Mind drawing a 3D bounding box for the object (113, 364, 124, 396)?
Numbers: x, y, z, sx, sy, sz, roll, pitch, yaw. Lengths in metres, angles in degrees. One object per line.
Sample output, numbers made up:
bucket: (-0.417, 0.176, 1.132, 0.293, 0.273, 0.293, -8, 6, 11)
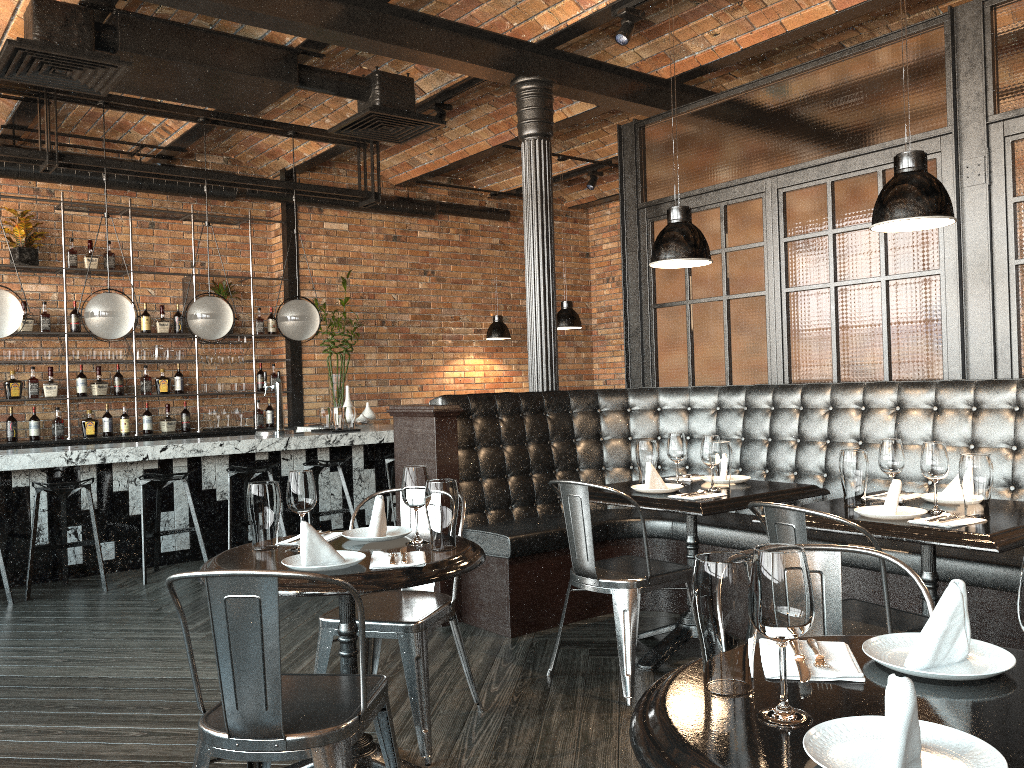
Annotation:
object: (-3.629, -0.038, 8.178, 0.086, 0.299, 0.086, -2, 0, 11)

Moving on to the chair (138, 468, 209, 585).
chair: (-2.418, 0.965, 6.193, 0.475, 0.737, 0.414, -2, 0, -43)

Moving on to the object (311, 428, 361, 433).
object: (-1.518, 0.399, 7.633, 0.273, 0.019, 0.437, -2, 0, -38)

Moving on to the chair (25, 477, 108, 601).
chair: (-2.925, 0.980, 5.802, 0.475, 0.737, 0.414, -2, 0, -28)

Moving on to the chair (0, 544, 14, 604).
chair: (-3.385, 0.994, 5.447, 0.475, 0.737, 0.414, -2, 0, -43)

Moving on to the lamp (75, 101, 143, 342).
lamp: (-2.951, -1.180, 6.462, 0.340, 1.754, 0.340, -2, 0, 8)

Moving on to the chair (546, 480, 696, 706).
chair: (0.470, 0.810, 3.745, 0.558, 0.857, 0.504, -2, 0, -38)

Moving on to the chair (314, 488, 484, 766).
chair: (-0.429, 0.837, 3.259, 0.504, 0.857, 0.558, -2, 0, 17)

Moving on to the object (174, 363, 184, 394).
object: (-3.201, -0.049, 8.522, 0.086, 0.298, 0.086, -2, 0, 11)

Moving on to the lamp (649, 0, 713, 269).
lamp: (0.752, -1.377, 4.089, 0.291, 1.653, 0.291, -2, 0, 7)

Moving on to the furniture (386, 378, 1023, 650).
furniture: (1.760, 0.592, 3.407, 1.979, 1.212, 5.451, -2, 0, -38)

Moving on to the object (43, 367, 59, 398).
object: (-4.065, -0.014, 7.820, 0.123, 0.279, 0.123, -2, 0, -24)

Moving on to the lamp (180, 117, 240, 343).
lamp: (-2.371, -1.197, 6.909, 0.340, 1.754, 0.340, -2, 0, 8)

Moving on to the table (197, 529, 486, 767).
table: (-0.503, 0.889, 2.739, 0.866, 0.758, 0.866, -2, 0, 16)

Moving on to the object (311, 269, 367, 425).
object: (-1.737, -0.358, 8.943, 0.584, 1.546, 0.673, -2, 0, 1)

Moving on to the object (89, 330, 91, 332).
object: (-3.810, -0.603, 8.088, 0.086, 0.298, 0.086, -2, 0, 11)

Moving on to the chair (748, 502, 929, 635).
chair: (1.084, 0.789, 2.853, 0.558, 0.857, 0.504, -2, 0, -28)

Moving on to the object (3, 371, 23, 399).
object: (-4.304, 0.009, 7.651, 0.094, 0.248, 0.151, -2, 0, 41)

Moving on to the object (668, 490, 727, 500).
object: (0.794, 0.462, 3.734, 0.255, 0.019, 0.157, -2, 0, -37)

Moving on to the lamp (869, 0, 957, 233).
lamp: (1.426, -1.399, 3.216, 0.291, 1.653, 0.291, -2, 0, 7)

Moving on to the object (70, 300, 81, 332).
object: (-3.923, -0.600, 7.966, 0.086, 0.299, 0.086, -2, 0, 11)

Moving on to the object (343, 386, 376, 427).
object: (-1.511, 0.213, 8.642, 0.316, 0.397, 0.319, -2, 0, 11)

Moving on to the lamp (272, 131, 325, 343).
lamp: (-1.791, -1.215, 7.357, 0.340, 1.754, 0.340, -2, 0, 8)

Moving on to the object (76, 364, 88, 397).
object: (-3.878, -0.030, 7.991, 0.086, 0.298, 0.086, -2, 0, 11)

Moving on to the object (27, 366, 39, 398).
object: (-4.183, -0.013, 7.746, 0.083, 0.282, 0.083, -2, 0, -38)

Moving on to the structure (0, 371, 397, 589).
structure: (-3.186, 0.645, 7.010, 5.346, 1.430, 1.930, -2, 0, -38)

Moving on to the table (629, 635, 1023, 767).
table: (0.617, 0.851, 1.286, 0.866, 0.758, 0.866, -2, 0, 16)

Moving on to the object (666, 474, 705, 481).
object: (0.866, 0.460, 4.385, 0.255, 0.019, 0.157, -2, 0, -42)

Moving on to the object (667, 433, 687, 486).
object: (0.767, 0.350, 4.121, 0.092, 0.244, 0.092, -2, 0, -21)

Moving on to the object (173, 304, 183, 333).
object: (-3.206, -0.621, 8.519, 0.086, 0.297, 0.086, -2, 0, 11)

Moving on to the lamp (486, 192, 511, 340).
lamp: (-0.180, -1.337, 10.033, 0.291, 1.653, 0.291, -2, 0, 27)

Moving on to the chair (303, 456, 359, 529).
chair: (-1.466, 0.936, 6.928, 0.475, 0.737, 0.414, -2, 0, -43)

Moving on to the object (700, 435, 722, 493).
object: (0.868, 0.346, 3.858, 0.092, 0.244, 0.092, -2, 0, 36)

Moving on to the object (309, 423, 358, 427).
object: (-1.740, 0.410, 8.956, 0.622, 0.014, 0.622, -2, 0, 25)

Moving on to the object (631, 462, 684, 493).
object: (0.644, 0.412, 3.944, 0.232, 0.139, 0.232, -2, 0, 11)

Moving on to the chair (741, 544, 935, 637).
chair: (0.678, 0.800, 1.791, 0.504, 0.857, 0.558, -2, 0, 2)

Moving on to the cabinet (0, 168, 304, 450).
cabinet: (-4.996, -0.411, 7.079, 7.075, 3.779, 0.564, -2, 0, -38)

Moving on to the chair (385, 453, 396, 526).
chair: (-0.910, 0.919, 7.358, 0.414, 0.737, 0.475, -2, 0, 42)

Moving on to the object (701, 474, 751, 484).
object: (1.013, 0.401, 4.211, 0.232, 0.139, 0.232, -2, 0, 10)

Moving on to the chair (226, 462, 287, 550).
chair: (-1.928, 0.950, 6.572, 0.475, 0.737, 0.414, -2, 0, -33)

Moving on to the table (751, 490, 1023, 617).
table: (1.503, 0.826, 3.186, 0.872, 0.758, 0.872, -2, 0, -38)

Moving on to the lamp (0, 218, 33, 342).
lamp: (-3.531, -1.162, 6.014, 0.340, 1.754, 0.340, -2, 0, 8)

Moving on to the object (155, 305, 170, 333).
object: (-3.315, -0.608, 8.414, 0.123, 0.279, 0.123, -2, 0, -29)

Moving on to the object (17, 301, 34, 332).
object: (-4.235, -0.580, 7.703, 0.123, 0.279, 0.123, -2, 0, 41)

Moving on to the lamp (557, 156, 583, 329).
lamp: (0.508, -1.362, 8.546, 0.291, 1.653, 0.291, -2, 0, 7)

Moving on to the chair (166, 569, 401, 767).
chair: (-0.559, 0.840, 2.244, 0.504, 0.857, 0.558, -2, 0, 7)

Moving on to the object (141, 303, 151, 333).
object: (-3.444, -0.613, 8.339, 0.086, 0.299, 0.086, -2, 0, 11)

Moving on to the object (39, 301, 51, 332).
object: (-4.116, -0.586, 7.813, 0.083, 0.282, 0.083, -2, 0, -38)

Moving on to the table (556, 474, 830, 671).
table: (0.829, 0.849, 4.059, 0.872, 0.758, 0.872, -2, 0, -38)
